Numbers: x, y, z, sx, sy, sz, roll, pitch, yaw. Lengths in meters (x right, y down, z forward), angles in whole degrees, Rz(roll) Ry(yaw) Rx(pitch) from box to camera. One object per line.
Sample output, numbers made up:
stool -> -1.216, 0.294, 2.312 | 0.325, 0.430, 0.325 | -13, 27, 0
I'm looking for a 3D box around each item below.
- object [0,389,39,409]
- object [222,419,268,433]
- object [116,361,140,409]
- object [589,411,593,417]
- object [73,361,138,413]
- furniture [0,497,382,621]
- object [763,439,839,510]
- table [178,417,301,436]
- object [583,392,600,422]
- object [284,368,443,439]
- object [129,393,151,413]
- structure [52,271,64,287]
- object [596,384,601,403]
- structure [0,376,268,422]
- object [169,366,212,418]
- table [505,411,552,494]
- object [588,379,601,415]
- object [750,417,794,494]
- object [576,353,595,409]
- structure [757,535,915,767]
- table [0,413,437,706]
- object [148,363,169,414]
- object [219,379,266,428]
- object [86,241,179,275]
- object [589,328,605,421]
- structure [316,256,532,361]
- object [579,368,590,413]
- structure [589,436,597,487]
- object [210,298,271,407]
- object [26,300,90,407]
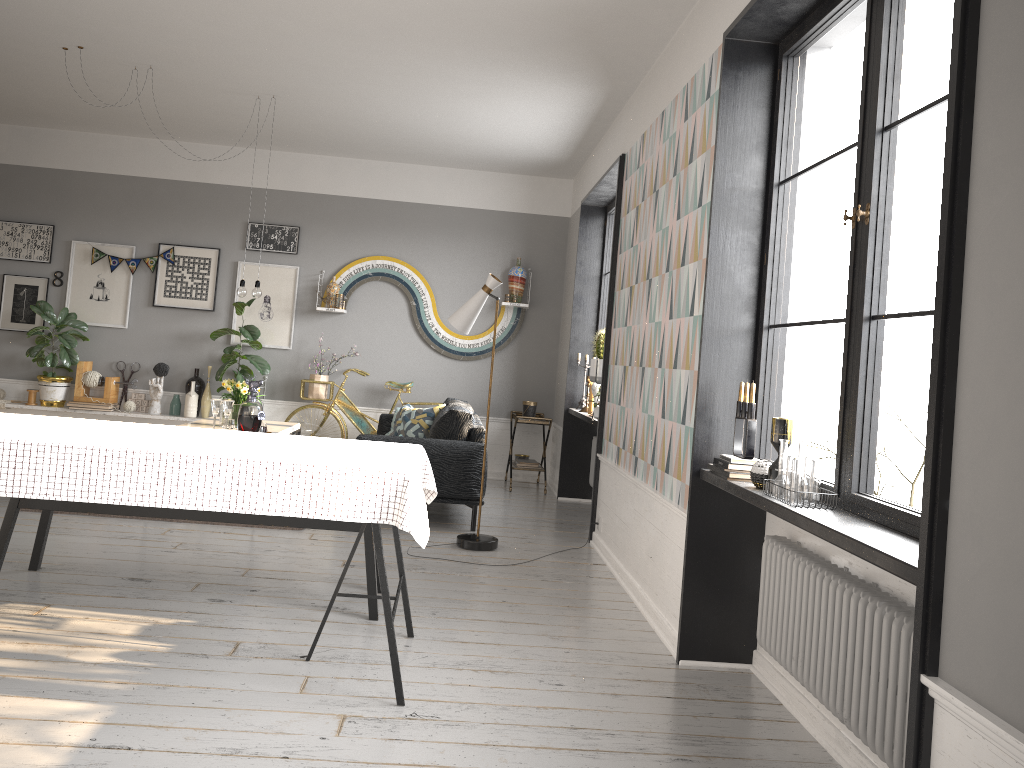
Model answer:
object -> -4.747, 0.068, 8.161 | 0.784, 0.307, 0.328 | 5, 0, -3
object -> -1.860, 0.301, 6.161 | 0.278, 0.087, 0.246 | 4, 1, -26
object -> -3.652, 0.019, 8.380 | 0.221, 0.464, 0.019 | 5, -2, -4
object -> 0.645, 0.201, 6.718 | 0.123, 0.099, 0.122 | 5, 0, 19
object -> -3.749, 0.028, 8.227 | 0.545, 0.441, 0.238 | 5, -1, -4
furniture -> -1.404, 0.720, 4.010 | 1.668, 0.457, 0.465 | 5, 0, -4
object -> 0.927, 0.285, 2.843 | 0.153, 0.192, 0.268 | 5, 0, -4
table -> -2.063, 0.571, 6.512 | 0.732, 0.511, 1.455 | 5, 1, -4
object -> 0.618, 0.161, 6.104 | 0.246, 0.204, 0.170 | 5, -1, -1
object -> -1.335, 0.350, 8.356 | 1.623, 0.972, 0.426 | 5, -2, -12
object -> -3.483, 0.177, 8.350 | 0.265, 0.174, 0.078 | 5, -2, 2
structure -> -4.631, -0.968, 8.378 | 0.739, 0.263, 0.024 | 5, -2, -4
object -> 0.719, 0.117, 6.581 | 0.213, 0.283, 0.235 | 5, -1, -30
structure -> -3.735, 0.057, 8.256 | 2.774, 0.488, 0.307 | 5, -1, -4
object -> -2.993, 0.062, 8.278 | 0.284, 0.489, 0.332 | 6, -2, -44
table -> 0.146, 0.623, 8.236 | 0.339, 0.681, 0.742 | 5, 0, -4
object -> 0.666, 0.051, 6.736 | 0.134, 0.410, 0.662 | 5, 0, -3
object -> 0.903, 0.243, 3.091 | 0.115, 0.257, 0.194 | 5, -1, 6
object -> 0.605, -0.022, 7.573 | 0.145, 0.491, 0.161 | 4, -2, 32
structure -> 1.026, 0.804, 2.758 | 0.148, 0.428, 1.223 | 5, 1, -6
table -> -1.307, 0.584, 3.233 | 2.024, 0.786, 0.931 | 5, 0, -4
object -> -3.308, 0.039, 8.273 | 0.155, 0.484, 0.136 | 5, -2, -4
object -> -2.001, 0.142, 6.525 | 0.325, 0.352, 0.351 | 5, 0, -2
object -> -3.633, -1.202, 8.427 | 0.913, 0.340, 0.057 | 5, -2, -4
object -> 0.652, -0.075, 6.287 | 0.228, 0.672, 0.236 | 6, -2, -33
structure -> -0.847, -0.738, 8.494 | 2.021, 0.958, 0.266 | 5, -2, -4
object -> 0.623, 0.045, 7.247 | 0.123, 0.376, 0.123 | 5, -2, 1
structure -> 0.750, 0.669, 6.795 | 0.148, 0.428, 1.223 | 5, 1, -6
object -> -2.544, -0.233, 8.286 | 0.568, 1.153, 0.414 | 4, -2, 36
object -> -4.196, -0.274, 8.146 | 0.509, 0.966, 0.545 | 5, -1, -19
